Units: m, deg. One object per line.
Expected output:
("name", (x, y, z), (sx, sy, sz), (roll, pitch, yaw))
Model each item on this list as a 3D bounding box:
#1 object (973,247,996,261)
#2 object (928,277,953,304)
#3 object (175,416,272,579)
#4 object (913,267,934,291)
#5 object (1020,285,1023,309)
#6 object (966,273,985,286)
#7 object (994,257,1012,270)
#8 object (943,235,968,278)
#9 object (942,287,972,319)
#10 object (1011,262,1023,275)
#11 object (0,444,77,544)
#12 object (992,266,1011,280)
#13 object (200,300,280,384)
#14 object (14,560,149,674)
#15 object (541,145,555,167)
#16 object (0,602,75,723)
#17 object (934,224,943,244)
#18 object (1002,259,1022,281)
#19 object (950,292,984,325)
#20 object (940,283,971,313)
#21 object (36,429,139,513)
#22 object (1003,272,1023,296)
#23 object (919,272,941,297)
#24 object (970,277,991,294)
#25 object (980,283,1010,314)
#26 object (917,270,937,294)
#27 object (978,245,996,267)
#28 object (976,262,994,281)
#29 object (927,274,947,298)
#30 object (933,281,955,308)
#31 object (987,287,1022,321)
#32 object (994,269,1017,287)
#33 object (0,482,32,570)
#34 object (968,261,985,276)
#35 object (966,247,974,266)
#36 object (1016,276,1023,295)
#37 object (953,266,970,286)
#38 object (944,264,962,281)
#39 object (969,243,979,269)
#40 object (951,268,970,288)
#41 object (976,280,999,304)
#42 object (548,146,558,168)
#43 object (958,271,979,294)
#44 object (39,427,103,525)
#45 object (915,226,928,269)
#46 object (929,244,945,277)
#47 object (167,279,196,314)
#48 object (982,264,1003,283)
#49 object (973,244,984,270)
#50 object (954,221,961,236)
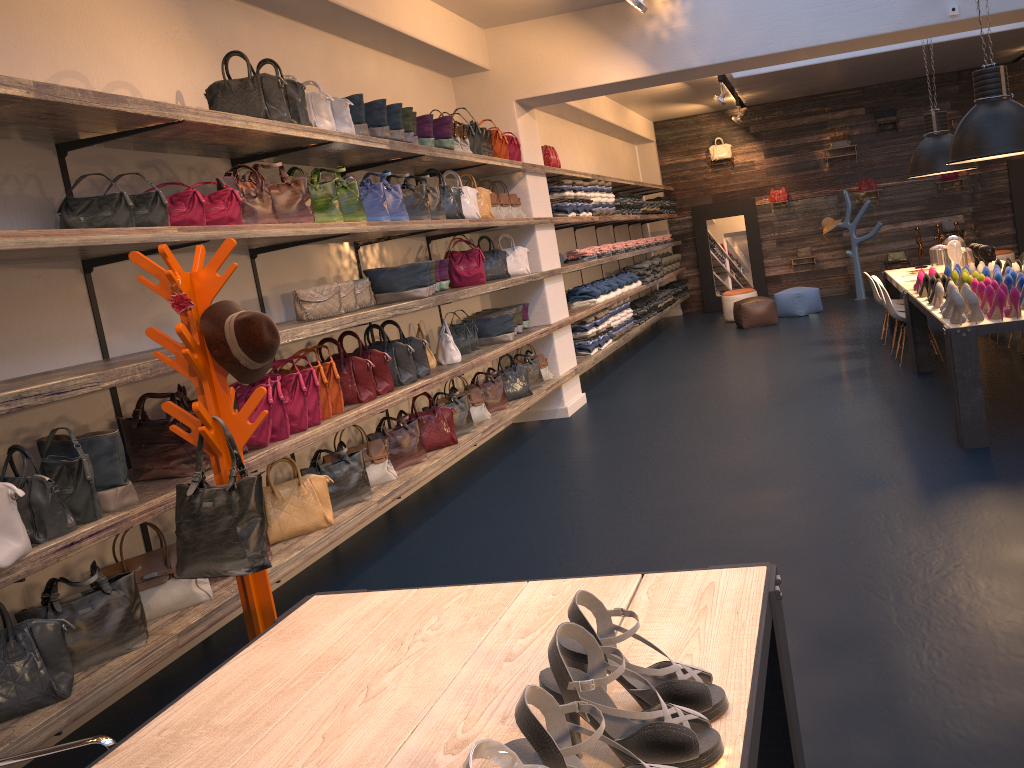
("object", (4.697, -1.274, 8.783), (0.449, 0.202, 0.219), (-9, 7, -6))
("object", (3.170, -0.693, 6.401), (0.196, 0.194, 0.251), (-7, 8, 13))
("object", (-0.975, 0.374, 2.837), (0.356, 0.522, 0.213), (-6, 7, 22))
("object", (3.548, -0.905, 7.455), (0.196, 0.194, 0.250), (-7, 8, 11))
("object", (3.306, -0.580, 5.514), (0.193, 0.194, 0.254), (-6, 8, 17))
("object", (3.370, -0.710, 6.324), (0.193, 0.194, 0.254), (-6, 8, 17))
("object", (4.147, -0.975, 7.350), (0.193, 0.194, 0.254), (-6, 8, 17))
("object", (3.959, -1.120, 7.748), (0.200, 0.410, 0.204), (-8, 7, 5))
("object", (2.864, -0.524, 5.569), (0.198, 0.194, 0.248), (-8, 8, 9))
("object", (3.959, -0.864, 6.786), (0.195, 0.194, 0.251), (-7, 8, 13))
("object", (-1.576, 0.348, 2.776), (0.320, 0.308, 0.165), (-5, 7, 24))
("object", (3.705, -0.795, 6.572), (0.193, 0.194, 0.254), (-6, 8, 17))
("object", (-0.878, -0.146, 2.918), (0.173, 0.289, 0.288), (-6, 8, 25))
("object", (-1.439, 0.780, 2.937), (0.408, 0.337, 0.200), (-14, 8, -33))
("object", (0.241, -2.203, 8.473), (0.308, 0.244, 0.148), (-7, 7, 12))
("object", (-1.569, 0.818, 2.623), (0.463, 0.384, 0.177), (-14, 8, -36))
("object", (4.759, -1.554, 9.693), (0.151, 0.466, 0.129), (-13, 7, -30))
("object", (4.056, -0.919, 7.062), (0.194, 0.194, 0.252), (-7, 8, 15))
("object", (2.766, -0.469, 5.290), (0.190, 0.194, 0.257), (-6, 8, 22))
("object", (2.984, -0.581, 5.835), (0.201, 0.194, 0.244), (-8, 8, 4))
("object", (-1.478, 0.310, 3.044), (0.311, 0.283, 0.199), (-3, 9, 35))
("object", (3.474, -0.680, 6.026), (0.193, 0.194, 0.254), (-6, 8, 17))
("object", (3.344, -0.796, 6.925), (0.193, 0.194, 0.254), (-6, 8, 17))
("object", (3.273, -0.656, 6.053), (0.189, 0.194, 0.258), (-5, 8, 25))
("object", (3.076, -0.550, 5.536), (0.193, 0.194, 0.254), (-6, 8, 17))
("object", (3.445, -0.851, 7.194), (0.193, 0.194, 0.260), (-5, 8, 28))
("object", (4.273, -1.106, 7.790), (0.148, 0.284, 0.161), (-7, 7, 16))
("object", (3.862, -0.897, 7.100), (0.193, 0.194, 0.254), (-6, 8, 17))
("object", (3.281, -0.748, 6.664), (0.189, 0.194, 0.258), (-5, 8, 25))
("object", (3.069, -0.639, 6.137), (0.189, 0.194, 0.259), (-5, 8, 25))
("object", (2.982, -0.495, 5.256), (0.195, 0.194, 0.252), (-7, 8, 15))
("object", (3.589, -0.741, 6.324), (0.199, 0.194, 0.254), (-6, 8, 17))
("object", (-1.632, 0.356, 2.497), (0.437, 0.384, 0.188), (-10, 7, -8))
("object", (3.945, -0.949, 7.369), (0.190, 0.194, 0.257), (-6, 8, 23))
("object", (4.117, -1.104, 7.912), (0.173, 0.288, 0.176), (-8, 7, 5))
("object", (3.411, -0.632, 5.765), (0.194, 0.194, 0.252), (-7, 8, 15))
("object", (3.672, -0.875, 7.137), (0.198, 0.194, 0.248), (-8, 8, 9))
("object", (3.759, -0.930, 7.420), (0.193, 0.194, 0.254), (-6, 8, 17))
("object", (4.446, -1.205, 8.287), (0.148, 0.284, 0.161), (-7, 7, 16))
("object", (3.556, -0.822, 6.897), (0.192, 0.194, 0.256), (-6, 8, 20))
("object", (3.173, -0.603, 5.799), (0.191, 0.194, 0.256), (-6, 8, 22))
("object", (0.273, -2.222, 8.568), (0.305, 0.244, 0.149), (-7, 7, 15))
("object", (3.478, -0.768, 6.605), (0.193, 0.194, 0.254), (-6, 8, 17))
("object", (-1.496, 0.311, 2.893), (0.223, 0.327, 0.115), (-6, 7, 20))
("object", (4.563, -1.532, 9.735), (0.130, 0.466, 0.149), (-6, 7, 28))
("object", (3.966, -1.124, 8.033), (0.171, 0.334, 0.201), (-4, 8, 35))
("object", (-1.061, -0.281, 2.776), (0.078, 0.112, 0.065), (-9, 7, -3))
("object", (3.772, -0.846, 6.850), (0.193, 0.194, 0.254), (-6, 8, 17))
("object", (4.361, -1.156, 8.042), (0.148, 0.284, 0.161), (-7, 7, 16))
("object", (4.971, -1.578, 9.652), (0.144, 0.466, 0.136), (-10, 6, -7))
